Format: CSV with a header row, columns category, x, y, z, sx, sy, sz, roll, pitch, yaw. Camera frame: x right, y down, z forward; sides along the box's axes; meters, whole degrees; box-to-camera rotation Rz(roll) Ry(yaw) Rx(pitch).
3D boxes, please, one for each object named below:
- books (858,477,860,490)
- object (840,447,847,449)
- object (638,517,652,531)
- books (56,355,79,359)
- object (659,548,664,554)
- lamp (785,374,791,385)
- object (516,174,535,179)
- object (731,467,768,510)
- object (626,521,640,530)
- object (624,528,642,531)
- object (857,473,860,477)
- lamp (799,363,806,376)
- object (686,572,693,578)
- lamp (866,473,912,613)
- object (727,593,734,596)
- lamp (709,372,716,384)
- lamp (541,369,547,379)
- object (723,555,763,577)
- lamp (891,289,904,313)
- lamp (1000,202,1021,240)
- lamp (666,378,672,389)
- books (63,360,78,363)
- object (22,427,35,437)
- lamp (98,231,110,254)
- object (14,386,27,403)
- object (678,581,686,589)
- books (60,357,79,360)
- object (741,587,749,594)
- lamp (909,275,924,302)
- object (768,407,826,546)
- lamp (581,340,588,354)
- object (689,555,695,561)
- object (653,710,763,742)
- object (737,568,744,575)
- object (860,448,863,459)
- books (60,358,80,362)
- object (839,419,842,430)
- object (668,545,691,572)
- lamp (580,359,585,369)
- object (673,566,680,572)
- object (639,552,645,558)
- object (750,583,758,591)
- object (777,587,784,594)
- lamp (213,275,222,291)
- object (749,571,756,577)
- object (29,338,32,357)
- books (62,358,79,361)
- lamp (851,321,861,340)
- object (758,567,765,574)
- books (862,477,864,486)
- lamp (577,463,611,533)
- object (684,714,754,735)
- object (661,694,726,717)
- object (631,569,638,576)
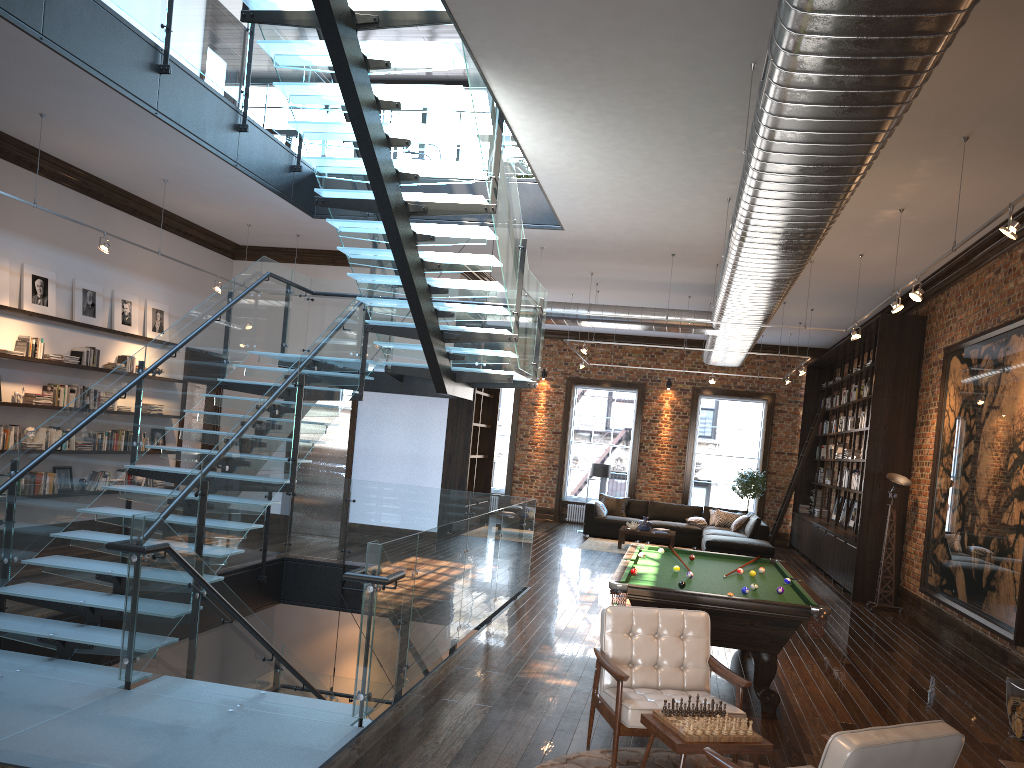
category,x,y,z,sx,sy,sz,roll,pitch,yaw
books,5.810,1.637,14.590,0.191,0.246,0.031,5,1,11
object,6.350,1.339,17.045,0.134,0.237,0.010,5,1,11
object,2.461,2.585,16.401,0.214,0.251,0.216,5,-1,44
books,-5.187,-0.313,10.314,0.140,0.011,0.286,5,-4,10
object,1.494,1.671,8.865,0.057,0.058,0.057,5,-1,12
lamp,5.334,-0.095,17.078,0.114,0.230,0.113,5,0,-40
object,0.063,-3.144,15.986,0.803,1.866,0.808,5,1,-36
object,5.135,2.740,19.454,0.810,1.866,0.802,5,1,19
object,2.233,2.601,16.277,0.219,0.160,0.218,7,-2,-37
object,2.215,2.670,16.270,0.266,0.018,0.202,3,-4,35
object,5.871,1.643,14.894,0.166,0.283,0.015,5,1,11
lamp,4.955,-0.255,15.108,0.114,0.230,0.113,5,0,-13
object,1.459,1.568,7.276,0.057,0.057,0.057,6,-1,-19
lamp,4.997,2.084,11.649,0.424,1.829,0.506,6,1,16
object,1.556,1.516,6.323,0.057,0.057,0.057,5,-1,29
lamp,4.156,-0.122,18.386,0.114,0.230,0.113,5,0,-20
lamp,0.743,-0.230,20.547,0.126,0.237,0.155,5,0,11
object,2.160,1.685,8.245,0.028,0.072,1.612,6,-3,27
lamp,3.692,-0.791,8.474,0.114,0.230,0.113,5,0,-10
lamp,3.136,-1.025,5.585,0.114,0.230,0.113,5,0,-15
lamp,3.544,-0.003,20.010,0.126,0.237,0.155,5,0,11
books,-5.191,-0.270,10.314,0.142,0.011,0.255,5,-4,12
object,-5.360,0.558,9.847,0.147,0.188,0.128,5,0,27
lamp,-4.265,-1.481,9.269,0.114,0.230,0.113,5,0,-35
object,-5.370,0.116,9.682,0.122,0.187,0.059,5,0,-43
object,1.281,1.514,6.683,0.057,0.057,0.057,5,-1,16
books,-5.186,-0.302,10.313,0.142,0.011,0.256,5,-4,13
object,1.759,1.558,6.687,0.057,0.057,0.057,5,-1,16
lamp,3.568,-0.843,7.820,0.113,0.230,0.114,6,0,40
object,5.903,1.981,18.494,0.895,3.079,0.495,5,1,11
lamp,1.212,-0.618,14.877,0.113,0.230,0.114,6,0,32
object,1.735,1.673,8.543,0.057,0.057,0.057,6,-1,-31
object,0.935,1.649,4.278,0.389,0.028,0.388,6,-4,-14
object,2.010,1.653,7.813,0.057,0.057,0.057,6,-1,-24
object,5.627,1.068,14.192,0.069,0.288,0.117,5,1,4
books,-5.186,-0.280,10.313,0.140,0.011,0.288,4,-4,14
object,6.157,0.780,16.618,0.075,0.255,0.087,5,1,1
object,1.577,1.638,8.356,0.028,0.072,1.608,5,-4,3
lamp,1.424,-0.412,17.827,0.114,0.230,0.113,5,0,-38
object,1.408,1.582,7.586,0.057,0.057,0.057,6,-2,-42
object,1.218,1.612,8.339,0.057,0.057,0.057,5,-1,10
object,1.892,1.586,6.927,0.057,0.057,0.057,6,-1,-40
object,2.080,1.600,6.874,0.057,0.057,0.057,5,-1,33
lamp,-3.830,-1.298,11.532,0.114,0.230,0.113,5,0,-33
object,2.099,1.656,7.737,0.057,0.057,0.057,5,-1,11
object,-5.301,-0.399,9.653,0.154,0.207,0.010,5,1,11
books,-5.185,-0.291,10.313,0.142,0.011,0.256,5,-4,8
lamp,4.080,-0.627,10.502,0.113,0.230,0.114,5,0,25
object,2.263,1.690,8.035,0.057,0.057,0.057,6,-1,-34
books,5.770,1.625,14.380,0.174,0.235,0.027,5,1,11
lamp,1.677,2.378,18.379,0.684,1.468,0.421,6,1,41
object,0.972,1.582,4.151,0.335,0.101,0.075,6,-1,-14
object,0.909,1.592,4.402,0.335,0.101,0.075,6,-1,-14
object,0.983,1.515,7.143,0.057,0.057,0.057,6,-1,-32
